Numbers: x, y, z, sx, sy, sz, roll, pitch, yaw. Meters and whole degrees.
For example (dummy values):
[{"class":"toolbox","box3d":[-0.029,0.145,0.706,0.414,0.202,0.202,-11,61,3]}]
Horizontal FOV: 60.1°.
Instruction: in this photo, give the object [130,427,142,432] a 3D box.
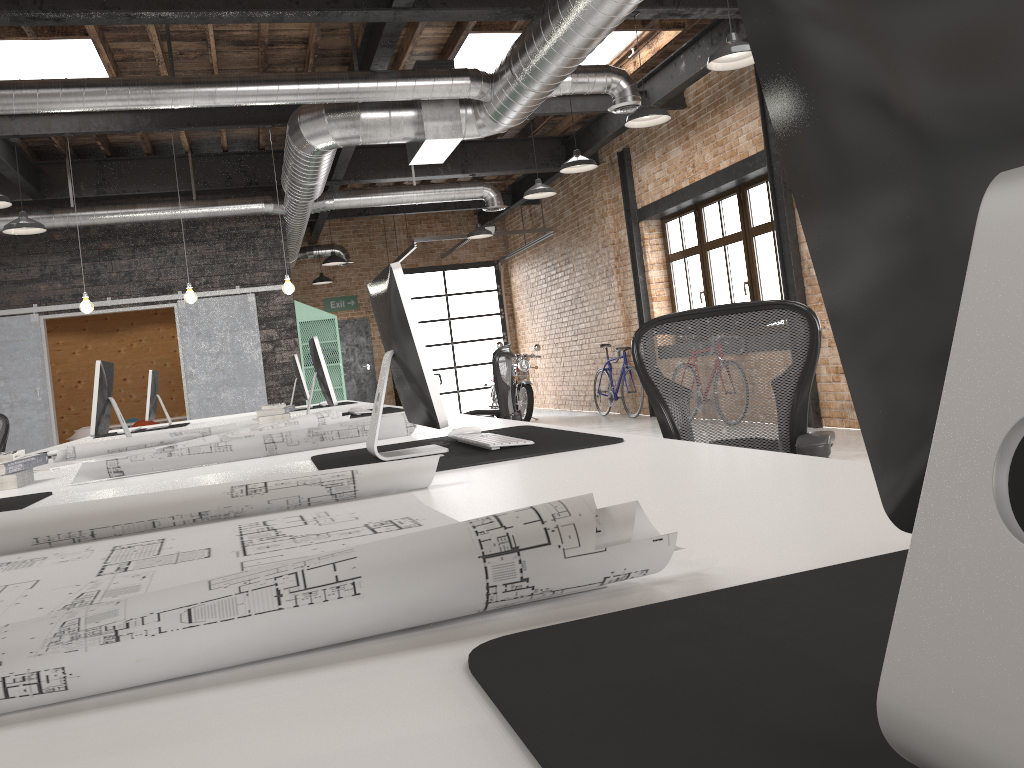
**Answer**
[{"class":"object","box3d":[-3.181,0.386,7.396,0.119,0.017,0.438,-7,2,-16]}]

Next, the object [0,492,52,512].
[{"class":"object","box3d":[-1.539,0.353,2.062,0.688,0.008,0.847,-7,2,-15]}]

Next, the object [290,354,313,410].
[{"class":"object","box3d":[-1.922,-0.020,7.977,0.190,0.485,0.483,-7,0,-16]}]

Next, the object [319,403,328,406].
[{"class":"object","box3d":[-1.674,0.184,8.010,0.119,0.017,0.438,-7,2,-16]}]

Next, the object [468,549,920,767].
[{"class":"object","box3d":[0.400,0.165,0.388,0.688,0.008,0.847,-7,2,-16]}]

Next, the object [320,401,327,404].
[{"class":"object","box3d":[-1.759,0.178,8.326,0.106,0.028,0.059,-7,1,-17]}]

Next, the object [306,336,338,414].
[{"class":"object","box3d":[-1.160,-0.036,5.321,0.190,0.485,0.483,-7,0,-16]}]

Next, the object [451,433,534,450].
[{"class":"object","box3d":[-0.060,0.150,2.383,0.119,0.017,0.438,-7,2,-16]}]

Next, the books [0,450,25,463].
[{"class":"books","box3d":[-1.759,0.252,3.009,0.153,0.030,0.184,-7,2,-18]}]

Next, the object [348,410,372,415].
[{"class":"object","box3d":[-0.913,0.168,5.353,0.119,0.017,0.438,-7,2,-16]}]

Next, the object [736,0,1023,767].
[{"class":"object","box3d":[0.259,-0.066,0.375,0.190,0.485,0.483,-7,0,-16]}]

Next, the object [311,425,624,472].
[{"class":"object","box3d":[-0.169,0.176,2.370,0.688,0.008,0.847,-7,2,-16]}]

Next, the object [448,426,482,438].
[{"class":"object","box3d":[-0.145,0.144,2.700,0.106,0.028,0.059,-7,1,-17]}]

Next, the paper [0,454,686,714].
[{"class":"paper","box3d":[-0.451,0.211,1.165,0.977,0.105,1.073,-8,2,-19]}]

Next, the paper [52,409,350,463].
[{"class":"paper","box3d":[-1.474,0.247,4.213,1.072,0.105,0.978,-6,2,38]}]

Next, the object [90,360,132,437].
[{"class":"object","box3d":[-2.311,0.112,5.070,0.190,0.485,0.483,-7,0,-16]}]

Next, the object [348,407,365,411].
[{"class":"object","box3d":[-0.997,0.162,5.670,0.106,0.028,0.059,-7,1,-17]}]

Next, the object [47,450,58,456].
[{"class":"object","box3d":[-2.419,0.364,4.711,0.106,0.028,0.059,-7,1,-15]}]

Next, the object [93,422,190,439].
[{"class":"object","box3d":[-3.072,0.385,7.406,0.688,0.008,0.847,-7,2,-17]}]

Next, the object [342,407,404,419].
[{"class":"object","box3d":[-1.026,0.194,5.358,0.688,0.008,0.847,-7,2,-16]}]

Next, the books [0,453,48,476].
[{"class":"books","box3d":[-1.740,0.281,3.011,0.193,0.044,0.257,-7,2,1]}]

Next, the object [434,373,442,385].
[{"class":"object","box3d":[-1.394,0.307,15.035,0.410,1.034,1.732,-7,1,-9]}]

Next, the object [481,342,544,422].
[{"class":"object","box3d":[0.006,-0.029,14.523,0.815,1.361,2.170,-7,1,-28]}]

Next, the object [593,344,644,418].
[{"class":"object","box3d":[1.445,-0.060,12.394,0.402,1.040,1.734,-7,1,-21]}]

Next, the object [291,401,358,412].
[{"class":"object","box3d":[-1.788,0.210,8.014,0.688,0.008,0.847,-7,2,-17]}]

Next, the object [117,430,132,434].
[{"class":"object","box3d":[-3.099,0.378,7.080,0.106,0.028,0.059,-7,1,-15]}]

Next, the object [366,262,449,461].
[{"class":"object","box3d":[-0.308,-0.054,2.351,0.190,0.485,0.483,-7,0,-16]}]

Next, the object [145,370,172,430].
[{"class":"object","box3d":[-2.990,0.126,7.439,0.190,0.485,0.483,-7,0,-16]}]

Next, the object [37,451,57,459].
[{"class":"object","box3d":[-2.392,0.371,5.036,0.688,0.008,0.847,-7,2,-17]}]

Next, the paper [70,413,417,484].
[{"class":"paper","box3d":[-0.855,0.207,2.947,1.136,0.082,0.082,-8,0,-22]}]

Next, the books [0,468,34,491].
[{"class":"books","box3d":[-1.752,0.331,2.989,0.201,0.050,0.271,-7,2,-19]}]

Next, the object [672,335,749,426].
[{"class":"object","box3d":[2.156,-0.074,9.914,0.402,1.040,1.734,-7,1,-21]}]
